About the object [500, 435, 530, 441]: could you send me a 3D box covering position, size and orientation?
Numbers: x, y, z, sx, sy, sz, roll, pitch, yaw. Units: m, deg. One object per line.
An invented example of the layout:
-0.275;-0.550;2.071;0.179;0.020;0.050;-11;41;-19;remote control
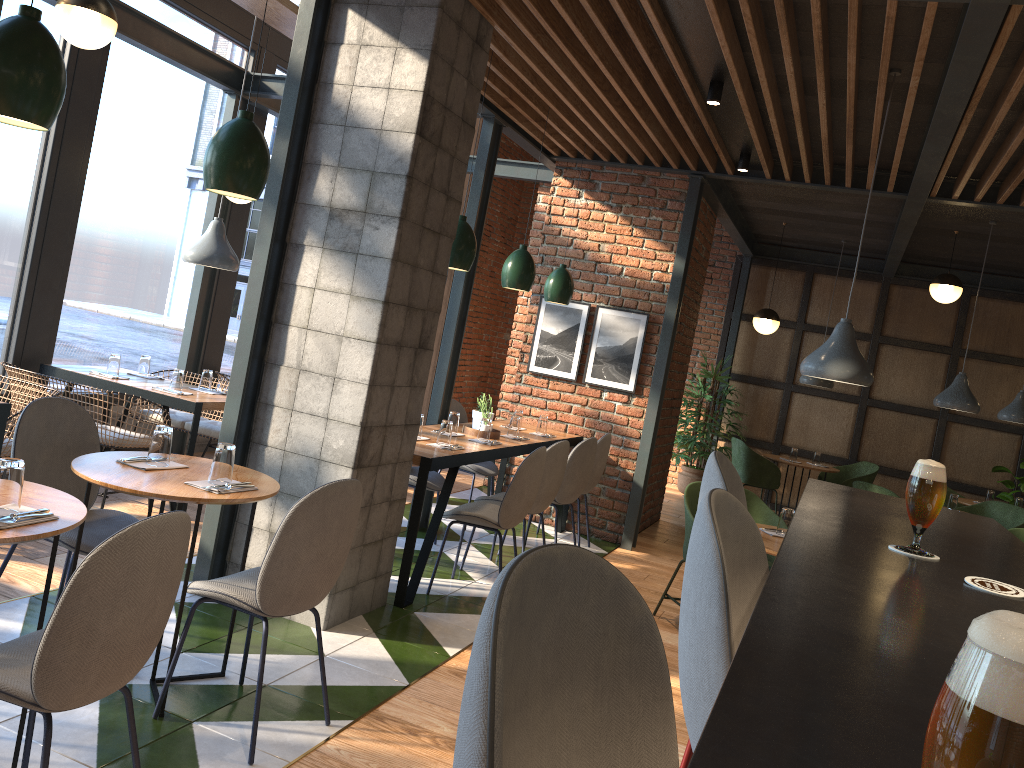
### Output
0.017;0.358;6.026;0.158;0.019;0.242;12;3;21;object

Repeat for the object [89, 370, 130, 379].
-2.615;-0.061;5.740;0.243;0.019;0.157;12;3;23;object

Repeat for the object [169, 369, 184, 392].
-2.106;-0.023;5.571;0.080;0.138;0.080;11;1;22;object

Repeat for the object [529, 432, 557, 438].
0.227;0.370;6.533;0.158;0.019;0.242;12;3;21;object

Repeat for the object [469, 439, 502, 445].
-0.166;0.352;5.489;0.158;0.019;0.242;12;3;21;object

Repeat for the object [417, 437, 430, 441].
-0.571;0.298;5.079;0.158;0.019;0.242;12;3;21;object

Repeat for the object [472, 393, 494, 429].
-0.190;0.195;5.868;0.146;0.276;0.146;11;1;1;object

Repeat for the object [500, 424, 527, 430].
0.015;0.323;6.662;0.158;0.019;0.242;12;3;19;object

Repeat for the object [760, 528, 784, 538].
1.420;0.778;4.599;0.242;0.019;0.158;10;3;-10;object

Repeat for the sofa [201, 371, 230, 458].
-1.942;0.348;7.090;1.095;0.732;0.469;11;1;21;sofa

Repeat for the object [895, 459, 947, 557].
0.779;0.231;1.678;0.070;0.178;0.070;11;1;24;object

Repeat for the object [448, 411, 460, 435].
-0.369;0.243;5.548;0.080;0.138;0.080;12;1;44;object

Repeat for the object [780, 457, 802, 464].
2.955;0.808;9.414;0.157;0.019;0.243;10;3;-14;object

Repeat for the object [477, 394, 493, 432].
-0.169;0.203;5.743;0.116;0.282;0.127;11;1;16;object

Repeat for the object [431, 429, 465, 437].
-0.396;0.304;5.576;0.158;0.019;0.242;12;3;21;object

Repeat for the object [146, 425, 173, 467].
-1.263;0.221;3.188;0.080;0.138;0.080;11;1;-1;object

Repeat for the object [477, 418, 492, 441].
-0.168;0.283;5.517;0.080;0.138;0.080;10;1;-16;object

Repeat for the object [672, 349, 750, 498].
2.203;0.461;10.110;0.976;1.722;0.916;10;1;-14;object

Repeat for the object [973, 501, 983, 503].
4.625;1.165;8.620;0.242;0.019;0.158;9;3;-25;object

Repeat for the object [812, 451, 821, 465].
3.264;0.795;9.489;0.080;0.138;0.080;11;1;-1;object

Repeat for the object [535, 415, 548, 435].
0.226;0.301;6.560;0.080;0.138;0.080;11;1;-6;object

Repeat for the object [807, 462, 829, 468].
3.279;0.866;9.474;0.157;0.019;0.243;10;3;-14;object

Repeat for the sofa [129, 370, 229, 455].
-2.220;0.336;6.344;1.095;0.732;0.469;11;1;21;sofa

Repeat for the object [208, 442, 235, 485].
-1.003;0.276;3.075;0.080;0.138;0.080;10;1;-11;object

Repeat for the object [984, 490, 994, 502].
4.636;1.101;8.593;0.080;0.138;0.080;11;1;-2;object

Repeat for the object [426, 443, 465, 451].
-0.372;0.343;4.942;0.158;0.019;0.242;12;3;21;object

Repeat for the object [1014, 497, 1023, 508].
4.766;1.139;8.338;0.080;0.138;0.080;11;1;28;object

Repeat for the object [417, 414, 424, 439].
-0.545;0.237;5.051;0.080;0.138;0.080;10;1;-16;object

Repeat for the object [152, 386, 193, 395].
-2.137;0.039;5.553;0.243;0.019;0.157;12;3;19;object

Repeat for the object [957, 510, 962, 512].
3.676;1.055;7.342;0.157;0.019;0.243;10;3;-15;object

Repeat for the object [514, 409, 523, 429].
0.042;0.262;6.634;0.080;0.138;0.080;12;1;42;object

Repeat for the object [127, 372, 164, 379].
-2.502;-0.058;6.078;0.243;0.019;0.157;12;3;20;object

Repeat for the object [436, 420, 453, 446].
-0.374;0.274;4.970;0.080;0.138;0.080;12;1;44;object

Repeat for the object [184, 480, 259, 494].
-1.004;0.345;3.047;0.158;0.019;0.242;12;3;26;object

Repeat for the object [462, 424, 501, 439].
-0.201;0.314;5.816;0.251;0.046;0.254;10;3;-6;object

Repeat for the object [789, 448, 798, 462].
2.992;0.748;9.408;0.080;0.138;0.080;11;1;-1;object

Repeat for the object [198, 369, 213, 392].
-2.026;-0.025;5.874;0.080;0.138;0.080;11;1;-4;object

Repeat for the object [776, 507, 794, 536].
1.415;0.712;4.572;0.080;0.138;0.080;11;1;3;object

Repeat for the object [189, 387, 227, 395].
-2.010;0.045;5.887;0.243;0.019;0.157;12;3;23;object

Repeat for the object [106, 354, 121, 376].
-2.587;-0.124;5.758;0.080;0.138;0.080;11;1;-4;object

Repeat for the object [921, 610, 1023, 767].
0.211;0.191;0.383;0.070;0.183;0.070;11;1;41;object

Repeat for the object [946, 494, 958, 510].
3.661;0.984;7.356;0.080;0.138;0.080;10;1;-32;object

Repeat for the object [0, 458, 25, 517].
-1.300;0.263;2.281;0.080;0.138;0.080;10;1;-30;object

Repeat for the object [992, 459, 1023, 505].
5.388;1.088;8.912;1.061;1.794;0.719;11;1;31;object

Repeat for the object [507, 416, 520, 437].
0.015;0.289;6.054;0.080;0.138;0.080;11;1;-6;object

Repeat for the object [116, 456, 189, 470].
-1.291;0.282;3.210;0.158;0.019;0.242;12;3;26;object

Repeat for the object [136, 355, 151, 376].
-2.517;-0.127;6.063;0.080;0.138;0.080;11;1;23;object

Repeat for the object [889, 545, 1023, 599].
0.591;0.273;0.984;0.323;0.106;1.506;12;3;24;object

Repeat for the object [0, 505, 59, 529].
-1.297;0.332;2.255;0.158;0.019;0.242;12;3;17;object
